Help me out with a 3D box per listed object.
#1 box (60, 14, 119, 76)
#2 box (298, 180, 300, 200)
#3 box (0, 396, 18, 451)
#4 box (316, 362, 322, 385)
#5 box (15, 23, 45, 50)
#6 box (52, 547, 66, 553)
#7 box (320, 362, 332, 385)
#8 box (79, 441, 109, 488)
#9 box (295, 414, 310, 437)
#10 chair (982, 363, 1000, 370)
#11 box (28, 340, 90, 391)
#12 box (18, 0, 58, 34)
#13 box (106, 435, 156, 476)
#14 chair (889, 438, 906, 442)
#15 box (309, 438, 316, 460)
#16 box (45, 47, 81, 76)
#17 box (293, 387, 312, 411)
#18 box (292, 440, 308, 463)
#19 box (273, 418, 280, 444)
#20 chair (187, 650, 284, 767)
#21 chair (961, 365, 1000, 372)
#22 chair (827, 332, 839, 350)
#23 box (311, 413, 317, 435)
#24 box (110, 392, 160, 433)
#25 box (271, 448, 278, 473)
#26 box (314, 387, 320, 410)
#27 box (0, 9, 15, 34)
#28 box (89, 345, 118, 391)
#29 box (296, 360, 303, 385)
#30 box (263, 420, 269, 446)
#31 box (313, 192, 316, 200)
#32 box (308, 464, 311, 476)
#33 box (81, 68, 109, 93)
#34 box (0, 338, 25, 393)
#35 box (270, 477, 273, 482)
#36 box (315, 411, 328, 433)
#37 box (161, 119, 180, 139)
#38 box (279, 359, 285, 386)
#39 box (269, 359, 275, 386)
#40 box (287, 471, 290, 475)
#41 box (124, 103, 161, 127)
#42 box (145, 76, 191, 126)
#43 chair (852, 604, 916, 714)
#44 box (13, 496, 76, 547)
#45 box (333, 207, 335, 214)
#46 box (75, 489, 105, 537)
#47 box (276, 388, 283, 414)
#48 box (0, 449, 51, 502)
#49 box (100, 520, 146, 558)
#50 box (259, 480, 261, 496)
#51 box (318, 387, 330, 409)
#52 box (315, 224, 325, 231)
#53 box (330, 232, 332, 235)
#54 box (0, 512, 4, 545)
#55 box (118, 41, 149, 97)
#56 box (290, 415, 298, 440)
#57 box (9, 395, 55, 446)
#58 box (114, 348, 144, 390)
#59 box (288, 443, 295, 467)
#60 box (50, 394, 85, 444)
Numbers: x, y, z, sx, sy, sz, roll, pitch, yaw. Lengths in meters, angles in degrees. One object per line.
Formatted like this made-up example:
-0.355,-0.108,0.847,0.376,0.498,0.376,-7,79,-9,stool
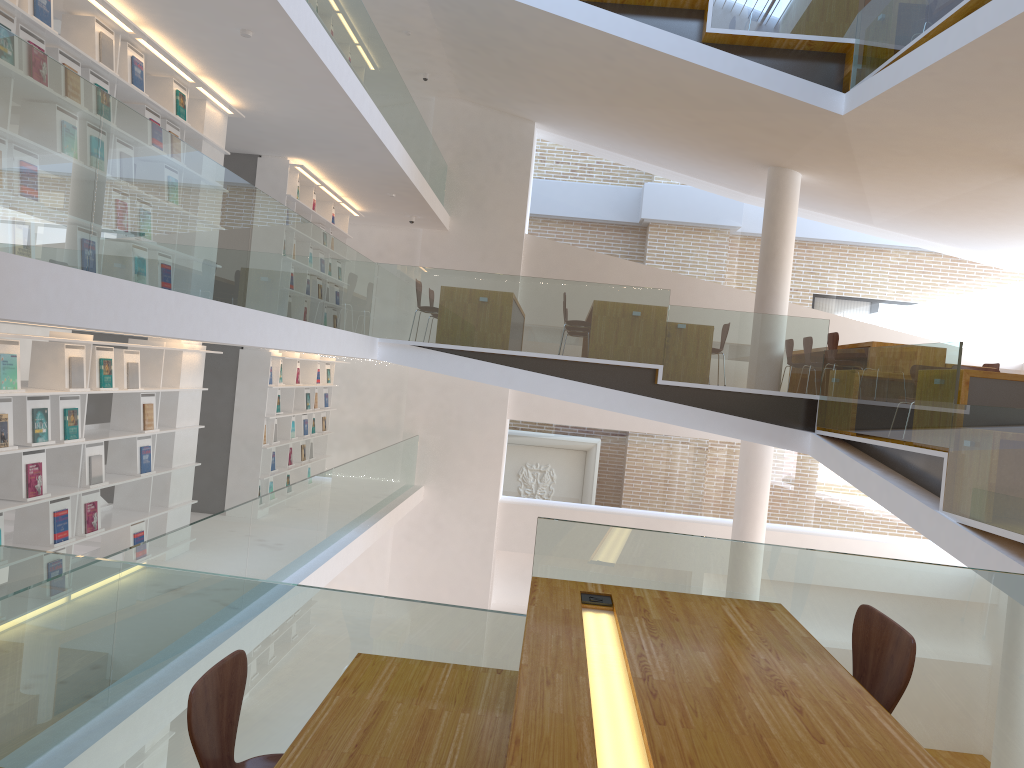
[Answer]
-2.699,-2.165,5.690,0.274,0.296,0.245,6,1,3,box
-2.531,-2.192,10.041,0.274,0.296,0.245,6,1,3,box
-2.980,0.215,5.005,0.274,0.296,0.245,6,1,3,box
-2.646,-0.149,11.659,0.274,0.296,0.245,6,1,3,box
-2.780,-1.836,4.984,0.274,0.296,0.245,6,1,3,box
-3.026,1.194,5.712,0.274,0.296,0.245,6,1,3,box
-2.618,-0.152,12.184,0.274,0.296,0.245,6,1,3,box
-2.943,0.538,6.074,0.274,0.296,0.245,6,1,3,box
-2.728,0.506,11.304,0.274,0.296,0.245,6,1,3,box
5.084,0.100,9.788,0.381,0.693,0.428,6,1,3,chair
-2.898,-0.114,5.710,0.274,0.296,0.245,6,1,3,box
-2.736,-2.162,4.981,0.274,0.296,0.245,6,1,3,box
-2.905,0.535,6.797,0.274,0.296,0.245,6,1,3,box
3.745,0.188,8.068,0.428,0.693,0.381,6,1,3,chair
-2.741,0.831,11.679,0.274,0.296,0.245,6,1,3,box
-2.749,-1.836,5.342,0.274,0.296,0.245,6,1,3,box
-2.697,0.180,11.301,0.274,0.296,0.245,6,1,3,box
-2.760,0.833,11.321,0.274,0.296,0.245,6,1,3,box
-2.794,0.512,10.070,0.274,0.296,0.245,6,1,3,box
-0.629,1.101,2.306,0.381,0.693,0.428,6,1,3,chair
3.808,0.203,7.178,0.428,0.693,0.381,6,1,3,chair
3.578,-0.188,9.514,0.381,0.693,0.428,6,1,3,chair
-2.710,0.504,11.656,0.274,0.296,0.245,6,1,3,box
-2.873,0.208,6.792,0.274,0.296,0.245,6,1,3,box
-2.824,0.839,10.112,0.274,0.296,0.245,6,1,3,box
-2.677,0.177,11.662,0.274,0.296,0.245,6,1,3,box
-2.784,-1.834,4.680,0.274,0.296,0.245,6,1,3,box
-2.879,-0.116,6.083,0.274,0.296,0.245,6,1,3,box
-2.692,-0.146,10.739,0.274,0.296,0.245,6,1,3,box
-2.814,0.514,9.695,0.274,0.296,0.245,6,1,3,box
-2.492,-2.197,10.718,0.274,0.296,0.245,6,1,3,box
-2.773,1.159,11.672,0.274,0.296,0.245,6,1,3,box
-2.731,-1.838,5.686,0.274,0.296,0.245,6,1,3,box
-2.936,-0.111,5.001,0.274,0.296,0.245,6,1,3,box
-2.855,1.167,10.126,0.274,0.296,0.245,6,1,3,box
-2.681,0.501,12.204,0.274,0.296,0.245,6,1,3,box
-2.673,-1.843,6.772,0.274,0.296,0.245,6,1,3,box
-2.730,-0.141,10.061,0.274,0.296,0.245,6,1,3,box
-2.750,-0.137,9.689,0.274,0.296,0.245,6,1,3,box
-2.821,1.163,10.760,0.274,0.296,0.245,6,1,3,box
-2.691,-1.845,6.432,0.274,0.296,0.245,6,1,3,box
-2.639,-2.171,6.817,0.274,0.296,0.245,6,1,3,box
0.736,0.918,2.233,0.381,0.693,0.428,6,1,3,chair
-2.995,0.868,5.709,0.274,0.296,0.245,6,1,3,box
-2.446,-2.200,11.639,0.274,0.296,0.245,6,1,3,box
-2.975,0.865,6.083,0.274,0.296,0.245,6,1,3,box
-2.760,0.180,10.089,0.274,0.296,0.245,6,1,3,box
-2.980,0.535,5.370,0.274,0.296,0.245,6,1,3,box
-2.967,1.189,6.828,0.274,0.296,0.245,6,1,3,box
-2.878,1.170,9.699,0.274,0.296,0.245,6,1,3,box
-2.650,0.174,12.187,0.274,0.296,0.245,6,1,3,box
-2.497,-1.871,11.281,0.274,0.296,0.245,6,1,3,box
-2.478,-1.874,11.642,0.274,0.296,0.245,6,1,3,box
-3.032,0.871,5.006,0.274,0.296,0.245,6,1,3,box
-2.676,-2.168,6.107,0.274,0.296,0.245,6,1,3,box
-2.757,0.509,10.767,0.274,0.296,0.245,6,1,3,box
-2.948,0.208,5.361,0.274,0.296,0.245,6,1,3,box
-3.203,1.635,3.051,0.498,3.764,7.125,6,1,3,box
-2.790,0.836,10.756,0.274,0.296,0.245,6,1,3,box
-2.931,0.213,5.707,0.274,0.296,0.245,6,1,3,box
